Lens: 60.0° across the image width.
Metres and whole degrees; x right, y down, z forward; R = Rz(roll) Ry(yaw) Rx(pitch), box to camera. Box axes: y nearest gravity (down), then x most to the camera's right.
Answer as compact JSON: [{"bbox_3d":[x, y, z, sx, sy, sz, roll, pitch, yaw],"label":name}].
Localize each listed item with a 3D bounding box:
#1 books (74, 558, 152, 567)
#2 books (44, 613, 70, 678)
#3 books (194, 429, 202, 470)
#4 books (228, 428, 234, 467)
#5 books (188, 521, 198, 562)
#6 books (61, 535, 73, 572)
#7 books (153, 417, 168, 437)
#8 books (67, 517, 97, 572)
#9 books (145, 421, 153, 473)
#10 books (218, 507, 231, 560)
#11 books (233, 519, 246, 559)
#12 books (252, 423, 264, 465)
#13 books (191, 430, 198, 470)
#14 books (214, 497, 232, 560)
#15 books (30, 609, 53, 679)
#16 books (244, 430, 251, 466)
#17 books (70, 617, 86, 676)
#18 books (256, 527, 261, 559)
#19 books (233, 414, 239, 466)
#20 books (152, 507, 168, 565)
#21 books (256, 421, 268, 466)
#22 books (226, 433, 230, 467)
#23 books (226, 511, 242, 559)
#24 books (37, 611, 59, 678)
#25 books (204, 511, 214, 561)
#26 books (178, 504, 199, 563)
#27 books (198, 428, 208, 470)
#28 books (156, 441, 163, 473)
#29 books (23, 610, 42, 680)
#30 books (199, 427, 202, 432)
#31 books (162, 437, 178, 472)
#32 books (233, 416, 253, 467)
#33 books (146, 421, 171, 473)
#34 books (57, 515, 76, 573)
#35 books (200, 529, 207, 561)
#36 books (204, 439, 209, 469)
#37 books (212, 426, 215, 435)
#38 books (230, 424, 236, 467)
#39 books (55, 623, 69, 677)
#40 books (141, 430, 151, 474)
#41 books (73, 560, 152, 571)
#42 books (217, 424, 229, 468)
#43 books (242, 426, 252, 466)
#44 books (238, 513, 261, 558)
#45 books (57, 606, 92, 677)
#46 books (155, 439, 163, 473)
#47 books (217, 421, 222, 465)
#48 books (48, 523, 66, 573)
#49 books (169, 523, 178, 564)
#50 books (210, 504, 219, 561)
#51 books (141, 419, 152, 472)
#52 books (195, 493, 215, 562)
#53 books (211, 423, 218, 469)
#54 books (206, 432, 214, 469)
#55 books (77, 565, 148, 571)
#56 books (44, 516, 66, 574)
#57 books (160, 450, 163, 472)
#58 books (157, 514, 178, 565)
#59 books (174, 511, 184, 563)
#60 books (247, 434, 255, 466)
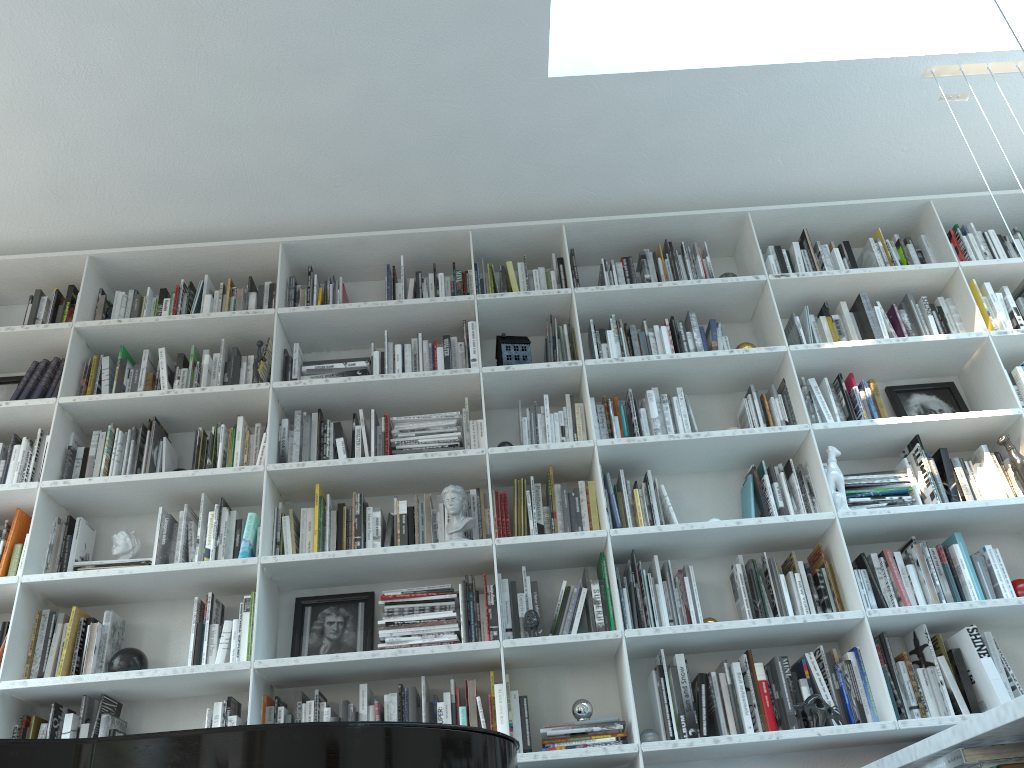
[{"bbox_3d":[-1.487,0.702,3.369,0.285,0.012,0.160,-2,-31,-6],"label":"books"},{"bbox_3d":[-1.620,0.981,3.201,0.036,0.262,0.167,-4,-31,-2],"label":"books"},{"bbox_3d":[-1.249,0.328,3.579,0.005,0.239,0.174,-4,-31,-2],"label":"books"},{"bbox_3d":[-1.124,0.320,3.598,0.017,0.251,0.140,-4,-31,-2],"label":"books"},{"bbox_3d":[-1.206,0.657,3.402,0.048,0.223,0.150,-4,-31,-2],"label":"books"},{"bbox_3d":[-1.676,0.700,3.384,0.034,0.208,0.137,-4,-31,-2],"label":"books"},{"bbox_3d":[-1.447,0.314,3.609,0.005,0.329,0.162,-4,-31,-2],"label":"books"},{"bbox_3d":[-1.652,0.666,3.398,0.021,0.276,0.137,-4,-31,-2],"label":"books"},{"bbox_3d":[-1.452,0.322,3.608,0.005,0.314,0.158,-4,-31,-2],"label":"books"},{"bbox_3d":[-1.087,0.627,3.404,0.023,0.258,0.171,-4,-31,-2],"label":"books"},{"bbox_3d":[-1.039,0.651,3.413,0.026,0.218,0.150,-4,-31,-2],"label":"books"},{"bbox_3d":[-1.019,0.309,3.597,0.022,0.256,0.156,-4,-31,-2],"label":"books"},{"bbox_3d":[-1.271,0.334,3.599,0.005,0.252,0.161,-4,-31,-2],"label":"books"},{"bbox_3d":[-1.105,0.610,3.413,0.011,0.299,0.179,-4,-31,-2],"label":"books"},{"bbox_3d":[-1.677,0.977,3.206,0.025,0.283,0.146,-4,-31,-2],"label":"books"},{"bbox_3d":[-1.058,0.328,3.596,0.011,0.228,0.166,-4,-31,-2],"label":"books"},{"bbox_3d":[-1.542,0.985,3.201,0.014,0.242,0.153,-4,-31,-2],"label":"books"},{"bbox_3d":[-0.951,0.658,3.402,0.027,0.180,0.142,-4,-31,-2],"label":"books"},{"bbox_3d":[-1.104,0.295,3.608,0.006,0.302,0.166,-4,-31,-2],"label":"books"},{"bbox_3d":[-1.337,0.634,3.401,0.012,0.283,0.160,-4,-31,-2],"label":"books"},{"bbox_3d":[-0.975,0.303,3.574,0.064,0.235,0.210,-4,-31,-2],"label":"books"},{"bbox_3d":[-1.136,0.335,3.603,0.011,0.234,0.131,-4,-31,-2],"label":"books"},{"bbox_3d":[-1.064,0.637,3.421,0.022,0.255,0.153,-4,-31,-2],"label":"books"},{"bbox_3d":[-1.651,0.982,3.209,0.026,0.273,0.155,-4,-31,-2],"label":"books"},{"bbox_3d":[-1.135,0.636,3.399,0.028,0.245,0.171,-4,-31,-2],"label":"books"},{"bbox_3d":[-1.239,0.625,3.403,0.012,0.284,0.168,-4,-31,-2],"label":"books"},{"bbox_3d":[-1.231,0.324,3.571,0.005,0.235,0.179,-4,-31,-2],"label":"books"},{"bbox_3d":[-1.406,0.362,3.586,0.012,0.217,0.152,-4,-31,-2],"label":"books"},{"bbox_3d":[-1.707,0.984,3.213,0.012,0.283,0.160,-4,-31,-2],"label":"books"},{"bbox_3d":[-1.263,0.328,3.611,0.012,0.274,0.130,-4,-31,-2],"label":"books"},{"bbox_3d":[-1.382,0.350,3.583,0.031,0.231,0.148,-4,-31,-2],"label":"books"},{"bbox_3d":[-1.087,0.301,3.600,0.022,0.283,0.191,-4,-31,-2],"label":"books"},{"bbox_3d":[-1.428,0.320,3.580,0.011,0.285,0.190,-4,-31,-2],"label":"books"},{"bbox_3d":[-1.702,0.669,3.415,0.011,0.296,0.136,-4,-31,-2],"label":"books"},{"bbox_3d":[-1.159,0.672,3.400,0.025,0.188,0.141,-4,-31,-2],"label":"books"},{"bbox_3d":[-1.212,0.350,3.582,0.011,0.199,0.163,-4,-31,-2],"label":"books"},{"bbox_3d":[-1.204,0.325,3.606,0.009,0.265,0.150,-4,-31,-2],"label":"books"},{"bbox_3d":[-1.108,0.316,3.592,0.006,0.251,0.181,-4,-31,-2],"label":"books"},{"bbox_3d":[-1.588,0.995,3.196,0.025,0.227,0.153,-4,-31,-2],"label":"books"},{"bbox_3d":[-1.457,0.339,3.583,0.010,0.260,0.159,-4,-31,-2],"label":"books"},{"bbox_3d":[-1.486,0.715,3.367,0.285,0.012,0.160,-5,-31,0],"label":"books"},{"bbox_3d":[-1.149,0.314,3.574,0.013,0.242,0.190,-4,-31,-2],"label":"books"},{"bbox_3d":[-1.070,0.315,3.599,0.010,0.256,0.140,-4,-31,-2],"label":"books"},{"bbox_3d":[-0.996,0.632,3.397,0.060,0.226,0.180,-4,-31,-2],"label":"books"},{"bbox_3d":[-1.564,0.963,3.191,0.026,0.273,0.191,-4,-31,-2],"label":"books"},{"bbox_3d":[-1.417,0.358,3.597,0.009,0.235,0.135,-4,-31,-2],"label":"books"},{"bbox_3d":[-1.173,0.314,3.613,0.033,0.286,0.156,-4,-31,-2],"label":"books"},{"bbox_3d":[-1.718,0.679,3.389,0.024,0.256,0.134,-4,-31,-2],"label":"books"},{"bbox_3d":[-1.277,0.667,3.409,0.024,0.225,0.138,-4,-31,-2],"label":"books"},{"bbox_3d":[-1.116,0.621,3.396,0.012,0.264,0.194,-4,-31,-2],"label":"books"},{"bbox_3d":[-1.466,0.318,3.604,0.004,0.319,0.154,-4,-31,-2],"label":"books"},{"bbox_3d":[-1.182,0.606,3.422,0.010,0.328,0.174,-4,-31,-2],"label":"books"},{"bbox_3d":[-1.191,0.315,3.600,0.005,0.274,0.158,-4,-31,-2],"label":"books"},{"bbox_3d":[-1.195,0.329,3.566,0.006,0.215,0.182,-4,-31,-2],"label":"books"},{"bbox_3d":[-1.485,0.724,3.359,0.254,0.012,0.161,-3,-31,-5],"label":"books"},{"bbox_3d":[-1.737,0.671,3.400,0.012,0.283,0.160,-4,-31,-2],"label":"books"},{"bbox_3d":[-1.397,0.364,3.583,0.004,0.208,0.132,-4,-31,-2],"label":"books"},{"bbox_3d":[-1.304,0.645,3.388,0.030,0.246,0.175,-4,-31,-2],"label":"books"},{"bbox_3d":[-1.255,0.640,3.407,0.022,0.266,0.152,-4,-31,-2],"label":"books"},{"bbox_3d":[-1.040,0.333,3.593,0.024,0.215,0.142,-4,-31,-2],"label":"books"}]
